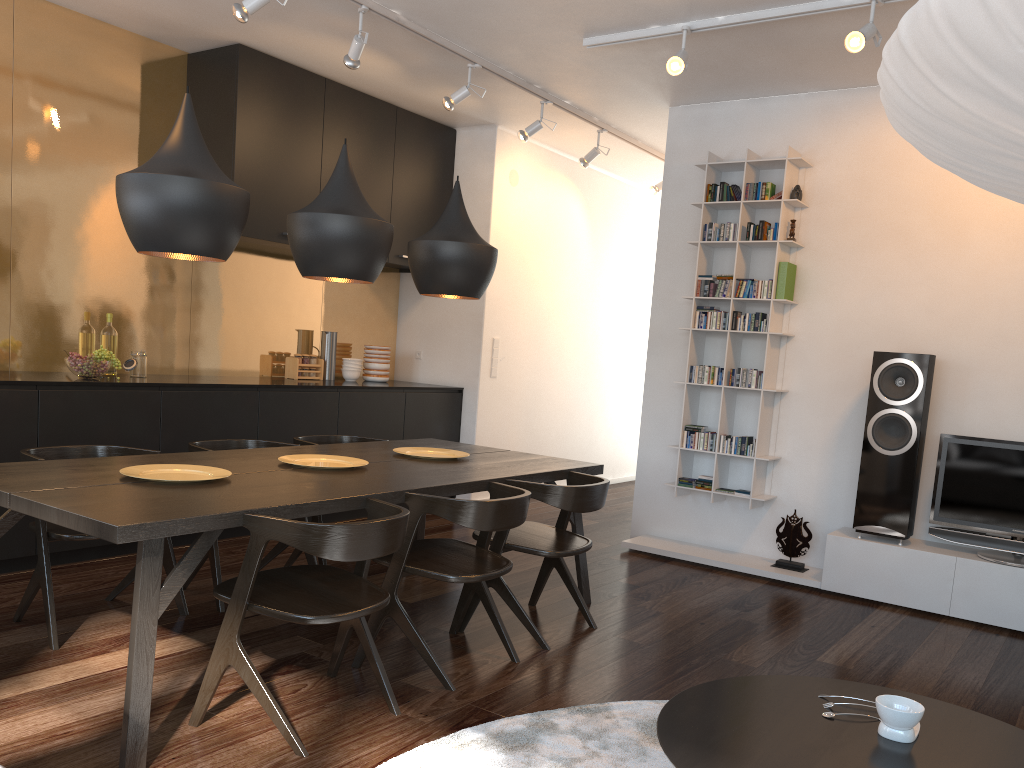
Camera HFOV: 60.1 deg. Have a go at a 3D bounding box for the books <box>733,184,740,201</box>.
[{"bbox_3d":[1.325,-1.112,5.171,0.057,0.099,0.069,8,6,35],"label":"books"}]

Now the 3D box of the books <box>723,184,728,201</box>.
[{"bbox_3d":[1.268,-1.118,5.208,0.019,0.100,0.074,9,6,35],"label":"books"}]

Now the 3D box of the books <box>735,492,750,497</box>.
[{"bbox_3d":[1.380,0.654,5.251,0.092,0.014,0.069,6,3,35],"label":"books"}]

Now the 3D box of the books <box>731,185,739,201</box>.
[{"bbox_3d":[1.317,-1.112,5.176,0.057,0.099,0.069,8,6,35],"label":"books"}]

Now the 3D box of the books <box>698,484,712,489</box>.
[{"bbox_3d":[1.184,0.619,5.369,0.092,0.014,0.069,6,3,35],"label":"books"}]

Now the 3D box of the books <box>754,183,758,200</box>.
[{"bbox_3d":[1.422,-1.102,5.119,0.012,0.108,0.069,9,7,35],"label":"books"}]

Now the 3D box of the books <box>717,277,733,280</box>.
[{"bbox_3d":[1.275,-0.623,5.236,0.107,0.018,0.069,6,3,35],"label":"books"}]

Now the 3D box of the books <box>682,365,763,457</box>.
[{"bbox_3d":[1.279,0.154,5.311,0.467,0.515,0.122,7,7,34],"label":"books"}]

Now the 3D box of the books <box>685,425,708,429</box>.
[{"bbox_3d":[1.134,0.262,5.425,0.111,0.012,0.093,6,3,35],"label":"books"}]

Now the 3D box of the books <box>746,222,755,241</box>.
[{"bbox_3d":[1.385,-0.880,5.139,0.023,0.108,0.069,9,7,35],"label":"books"}]

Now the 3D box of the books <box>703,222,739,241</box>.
[{"bbox_3d":[1.263,-0.897,5.259,0.221,0.113,0.108,6,5,34],"label":"books"}]

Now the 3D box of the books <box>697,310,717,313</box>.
[{"bbox_3d":[1.188,-0.439,5.351,0.111,0.012,0.093,6,3,35],"label":"books"}]

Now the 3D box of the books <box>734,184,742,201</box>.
[{"bbox_3d":[1.332,-1.111,5.166,0.057,0.099,0.069,8,6,35],"label":"books"}]

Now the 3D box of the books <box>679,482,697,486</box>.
[{"bbox_3d":[1.084,0.609,5.439,0.092,0.014,0.069,6,3,35],"label":"books"}]

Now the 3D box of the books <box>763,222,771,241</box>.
[{"bbox_3d":[1.467,-0.873,5.089,0.016,0.108,0.069,9,7,35],"label":"books"}]

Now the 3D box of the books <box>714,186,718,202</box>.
[{"bbox_3d":[1.221,-1.119,5.242,0.013,0.093,0.069,9,6,35],"label":"books"}]

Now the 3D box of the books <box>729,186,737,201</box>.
[{"bbox_3d":[1.302,-1.110,5.185,0.046,0.091,0.069,8,6,35],"label":"books"}]

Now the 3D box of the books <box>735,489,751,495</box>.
[{"bbox_3d":[1.382,0.641,5.244,0.092,0.014,0.069,6,3,40],"label":"books"}]

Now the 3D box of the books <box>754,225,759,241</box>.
[{"bbox_3d":[1.425,-0.869,5.113,0.020,0.093,0.069,9,6,35],"label":"books"}]

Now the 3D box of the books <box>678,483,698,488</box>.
[{"bbox_3d":[1.082,0.623,5.440,0.098,0.015,0.074,6,3,35],"label":"books"}]

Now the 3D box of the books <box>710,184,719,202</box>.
[{"bbox_3d":[1.205,-1.128,5.250,0.023,0.108,0.069,9,7,35],"label":"books"}]

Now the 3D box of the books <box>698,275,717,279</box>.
[{"bbox_3d":[1.177,-0.643,5.311,0.092,0.014,0.069,6,3,40],"label":"books"}]

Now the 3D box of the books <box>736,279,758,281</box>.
[{"bbox_3d":[1.376,-0.609,5.174,0.107,0.008,0.069,6,3,35],"label":"books"}]

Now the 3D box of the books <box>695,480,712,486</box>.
[{"bbox_3d":[1.178,0.601,5.370,0.107,0.023,0.069,6,3,35],"label":"books"}]

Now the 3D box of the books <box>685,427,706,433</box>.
[{"bbox_3d":[1.122,0.279,5.413,0.107,0.023,0.069,6,3,35],"label":"books"}]

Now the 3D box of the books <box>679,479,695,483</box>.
[{"bbox_3d":[1.083,0.596,5.438,0.092,0.015,0.069,6,3,35],"label":"books"}]

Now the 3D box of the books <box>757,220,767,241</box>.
[{"bbox_3d":[1.447,-0.879,5.100,0.028,0.116,0.074,9,7,35],"label":"books"}]

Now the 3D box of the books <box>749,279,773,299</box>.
[{"bbox_3d":[1.466,-0.547,5.135,0.136,0.113,0.122,7,5,35],"label":"books"}]

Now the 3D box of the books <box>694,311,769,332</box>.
[{"bbox_3d":[1.323,-0.371,5.256,0.465,0.113,0.122,6,4,34],"label":"books"}]

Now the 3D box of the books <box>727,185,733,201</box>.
[{"bbox_3d":[1.284,-1.113,5.199,0.028,0.094,0.069,8,6,35],"label":"books"}]

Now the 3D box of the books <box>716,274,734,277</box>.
[{"bbox_3d":[1.282,-0.638,5.241,0.111,0.015,0.093,6,3,35],"label":"books"}]

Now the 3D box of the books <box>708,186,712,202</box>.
[{"bbox_3d":[1.190,-1.122,5.262,0.013,0.093,0.069,9,6,35],"label":"books"}]

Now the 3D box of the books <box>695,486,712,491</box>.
[{"bbox_3d":[1.178,0.634,5.377,0.107,0.016,0.069,6,3,35],"label":"books"}]

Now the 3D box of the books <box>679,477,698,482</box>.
[{"bbox_3d":[1.088,0.586,5.435,0.107,0.009,0.069,6,3,35],"label":"books"}]

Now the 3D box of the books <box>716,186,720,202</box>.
[{"bbox_3d":[1.233,-1.118,5.235,0.013,0.093,0.069,9,6,35],"label":"books"}]

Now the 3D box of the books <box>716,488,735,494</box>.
[{"bbox_3d":[1.299,0.644,5.333,0.111,0.012,0.093,6,3,35],"label":"books"}]

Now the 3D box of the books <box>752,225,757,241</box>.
[{"bbox_3d":[1.412,-0.870,5.124,0.013,0.093,0.069,9,6,35],"label":"books"}]

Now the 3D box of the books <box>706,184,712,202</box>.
[{"bbox_3d":[1.180,-1.131,5.272,0.016,0.108,0.069,9,7,35],"label":"books"}]

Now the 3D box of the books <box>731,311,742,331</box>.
[{"bbox_3d":[1.329,-0.371,5.230,0.028,0.116,0.074,9,7,35],"label":"books"}]

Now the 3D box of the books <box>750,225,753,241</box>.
[{"bbox_3d":[1.401,-0.871,5.132,0.013,0.093,0.069,9,6,35],"label":"books"}]

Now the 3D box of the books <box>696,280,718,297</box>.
[{"bbox_3d":[1.177,-0.570,5.326,0.101,0.105,0.096,7,5,35],"label":"books"}]

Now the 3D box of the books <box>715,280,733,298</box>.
[{"bbox_3d":[1.277,-0.562,5.257,0.114,0.108,0.096,7,5,34],"label":"books"}]

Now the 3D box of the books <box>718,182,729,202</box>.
[{"bbox_3d":[1.250,-1.127,5.222,0.028,0.116,0.074,9,7,35],"label":"books"}]

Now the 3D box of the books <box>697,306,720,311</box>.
[{"bbox_3d":[1.190,-0.455,5.354,0.111,0.022,0.096,6,3,35],"label":"books"}]

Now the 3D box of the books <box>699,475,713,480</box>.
[{"bbox_3d":[1.189,0.568,5.365,0.092,0.014,0.069,6,3,35],"label":"books"}]

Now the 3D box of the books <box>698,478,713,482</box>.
[{"bbox_3d":[1.187,0.582,5.366,0.092,0.014,0.069,6,3,35],"label":"books"}]

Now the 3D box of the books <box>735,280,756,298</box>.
[{"bbox_3d":[1.370,-0.552,5.189,0.087,0.108,0.096,8,6,35],"label":"books"}]

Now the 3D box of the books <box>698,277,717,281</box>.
[{"bbox_3d":[1.175,-0.629,5.317,0.092,0.014,0.069,6,3,35],"label":"books"}]
